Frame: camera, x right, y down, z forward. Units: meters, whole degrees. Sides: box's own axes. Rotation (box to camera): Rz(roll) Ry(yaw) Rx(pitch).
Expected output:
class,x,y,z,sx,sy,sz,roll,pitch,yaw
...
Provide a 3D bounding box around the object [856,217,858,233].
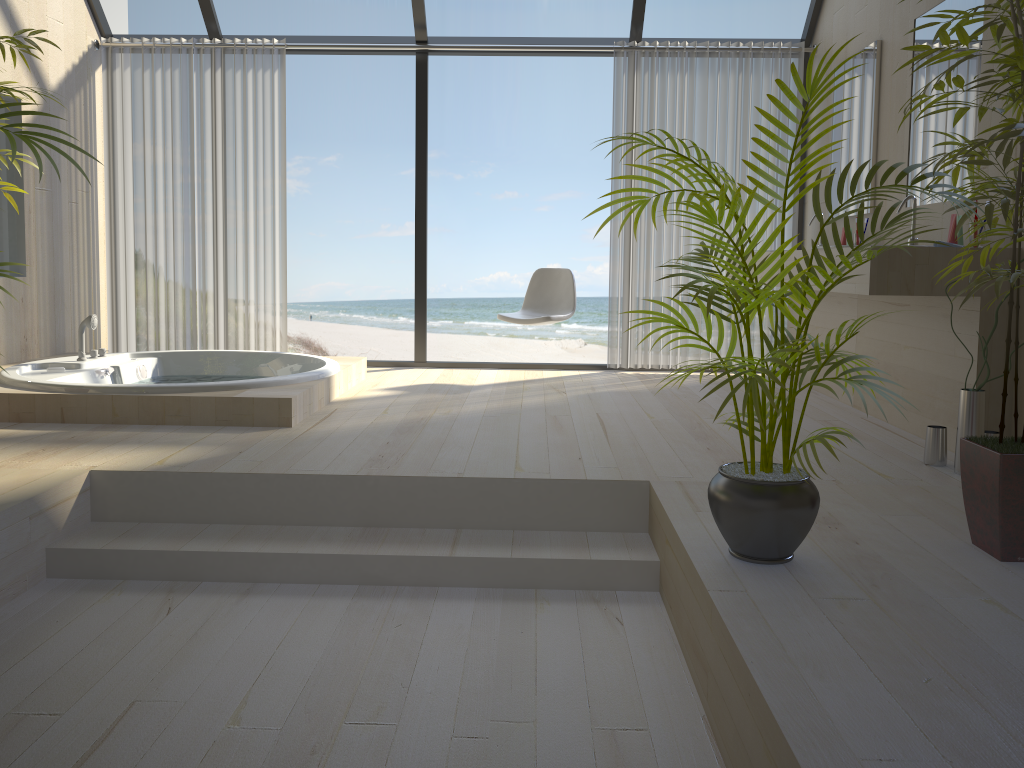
class,x,y,z,sx,sy,sz,roll,pitch,yaw
object,1.744,-0.754,4.475,0.012,0.177,0.050,4,6,40

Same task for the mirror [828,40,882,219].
class,x,y,z,sx,sy,sz,roll,pitch,yaw
mirror,1.860,-1.352,4.833,0.023,0.864,0.657,1,6,1

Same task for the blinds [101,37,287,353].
class,x,y,z,sx,sy,sz,roll,pitch,yaw
blinds,-2.034,-1.176,5.728,1.183,2.061,0.084,1,4,1

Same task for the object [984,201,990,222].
class,x,y,z,sx,sy,sz,roll,pitch,yaw
object,1.746,-0.592,3.287,0.054,0.174,0.012,3,5,27

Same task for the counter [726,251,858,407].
class,x,y,z,sx,sy,sz,roll,pitch,yaw
counter,1.605,-0.341,5.001,0.550,0.786,1.212,1,7,1

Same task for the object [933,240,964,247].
class,x,y,z,sx,sy,sz,roll,pitch,yaw
object,1.640,-0.525,3.324,0.105,0.029,0.033,7,9,41

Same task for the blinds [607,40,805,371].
class,x,y,z,sx,sy,sz,roll,pitch,yaw
blinds,1.219,-1.123,5.647,1.183,2.061,0.084,1,4,1

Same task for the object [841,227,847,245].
class,x,y,z,sx,sy,sz,roll,pitch,yaw
object,1.718,-0.745,4.589,0.039,0.134,0.039,-3,6,-40

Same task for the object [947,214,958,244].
class,x,y,z,sx,sy,sz,roll,pitch,yaw
object,1.687,-0.582,3.387,0.039,0.134,0.039,5,6,43

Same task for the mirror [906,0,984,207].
class,x,y,z,sx,sy,sz,roll,pitch,yaw
mirror,1.861,-1.212,3.799,0.023,0.864,0.657,1,6,1

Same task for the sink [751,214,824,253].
class,x,y,z,sx,sy,sz,roll,pitch,yaw
sink,1.562,-0.748,4.937,0.504,0.417,0.577,1,7,5

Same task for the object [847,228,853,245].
class,x,y,z,sx,sy,sz,roll,pitch,yaw
object,1.787,-0.756,4.680,0.039,0.134,0.039,-3,6,-40

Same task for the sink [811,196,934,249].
class,x,y,z,sx,sy,sz,roll,pitch,yaw
sink,1.530,-0.586,3.734,0.504,0.417,0.577,1,7,5

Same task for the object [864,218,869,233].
class,x,y,z,sx,sy,sz,roll,pitch,yaw
object,1.777,-0.754,4.490,0.054,0.174,0.012,3,5,27

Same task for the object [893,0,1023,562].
class,x,y,z,sx,sy,sz,roll,pitch,yaw
object,1.313,-0.445,2.100,0.788,1.748,0.939,3,6,26

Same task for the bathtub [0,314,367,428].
class,x,y,z,sx,sy,sz,roll,pitch,yaw
bathtub,-1.808,0.003,4.541,1.821,0.695,1.657,1,7,1

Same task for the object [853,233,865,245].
class,x,y,z,sx,sy,sz,roll,pitch,yaw
object,1.763,-0.715,4.500,0.058,0.100,0.059,1,5,8

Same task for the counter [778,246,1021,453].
class,x,y,z,sx,sy,sz,roll,pitch,yaw
counter,1.573,-0.178,3.798,0.550,0.786,1.212,1,7,1

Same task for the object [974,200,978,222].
class,x,y,z,sx,sy,sz,roll,pitch,yaw
object,1.713,-0.592,3.272,0.012,0.177,0.050,4,6,40

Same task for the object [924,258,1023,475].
class,x,y,z,sx,sy,sz,roll,pitch,yaw
object,1.669,-0.061,3.061,0.407,0.745,0.275,0,5,-11

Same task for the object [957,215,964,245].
class,x,y,z,sx,sy,sz,roll,pitch,yaw
object,1.755,-0.594,3.477,0.039,0.134,0.039,5,6,43

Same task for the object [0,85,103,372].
class,x,y,z,sx,sy,sz,roll,pitch,yaw
object,-1.591,-0.301,2.233,1.065,1.339,0.878,0,5,-10

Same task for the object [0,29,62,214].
class,x,y,z,sx,sy,sz,roll,pitch,yaw
object,-2.313,-0.656,3.314,0.788,1.748,0.939,3,6,26

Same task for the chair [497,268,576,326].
class,x,y,z,sx,sy,sz,roll,pitch,yaw
chair,0.167,-0.530,5.366,0.369,0.346,0.456,4,7,30

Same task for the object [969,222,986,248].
class,x,y,z,sx,sy,sz,roll,pitch,yaw
object,1.732,-0.552,3.298,0.058,0.100,0.059,2,5,12

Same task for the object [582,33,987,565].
class,x,y,z,sx,sy,sz,roll,pitch,yaw
object,0.560,-0.167,2.099,0.918,1.151,0.753,5,7,35

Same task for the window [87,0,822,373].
class,x,y,z,sx,sy,sz,roll,pitch,yaw
window,-0.399,-1.463,5.469,4.560,2.801,0.748,1,5,1
